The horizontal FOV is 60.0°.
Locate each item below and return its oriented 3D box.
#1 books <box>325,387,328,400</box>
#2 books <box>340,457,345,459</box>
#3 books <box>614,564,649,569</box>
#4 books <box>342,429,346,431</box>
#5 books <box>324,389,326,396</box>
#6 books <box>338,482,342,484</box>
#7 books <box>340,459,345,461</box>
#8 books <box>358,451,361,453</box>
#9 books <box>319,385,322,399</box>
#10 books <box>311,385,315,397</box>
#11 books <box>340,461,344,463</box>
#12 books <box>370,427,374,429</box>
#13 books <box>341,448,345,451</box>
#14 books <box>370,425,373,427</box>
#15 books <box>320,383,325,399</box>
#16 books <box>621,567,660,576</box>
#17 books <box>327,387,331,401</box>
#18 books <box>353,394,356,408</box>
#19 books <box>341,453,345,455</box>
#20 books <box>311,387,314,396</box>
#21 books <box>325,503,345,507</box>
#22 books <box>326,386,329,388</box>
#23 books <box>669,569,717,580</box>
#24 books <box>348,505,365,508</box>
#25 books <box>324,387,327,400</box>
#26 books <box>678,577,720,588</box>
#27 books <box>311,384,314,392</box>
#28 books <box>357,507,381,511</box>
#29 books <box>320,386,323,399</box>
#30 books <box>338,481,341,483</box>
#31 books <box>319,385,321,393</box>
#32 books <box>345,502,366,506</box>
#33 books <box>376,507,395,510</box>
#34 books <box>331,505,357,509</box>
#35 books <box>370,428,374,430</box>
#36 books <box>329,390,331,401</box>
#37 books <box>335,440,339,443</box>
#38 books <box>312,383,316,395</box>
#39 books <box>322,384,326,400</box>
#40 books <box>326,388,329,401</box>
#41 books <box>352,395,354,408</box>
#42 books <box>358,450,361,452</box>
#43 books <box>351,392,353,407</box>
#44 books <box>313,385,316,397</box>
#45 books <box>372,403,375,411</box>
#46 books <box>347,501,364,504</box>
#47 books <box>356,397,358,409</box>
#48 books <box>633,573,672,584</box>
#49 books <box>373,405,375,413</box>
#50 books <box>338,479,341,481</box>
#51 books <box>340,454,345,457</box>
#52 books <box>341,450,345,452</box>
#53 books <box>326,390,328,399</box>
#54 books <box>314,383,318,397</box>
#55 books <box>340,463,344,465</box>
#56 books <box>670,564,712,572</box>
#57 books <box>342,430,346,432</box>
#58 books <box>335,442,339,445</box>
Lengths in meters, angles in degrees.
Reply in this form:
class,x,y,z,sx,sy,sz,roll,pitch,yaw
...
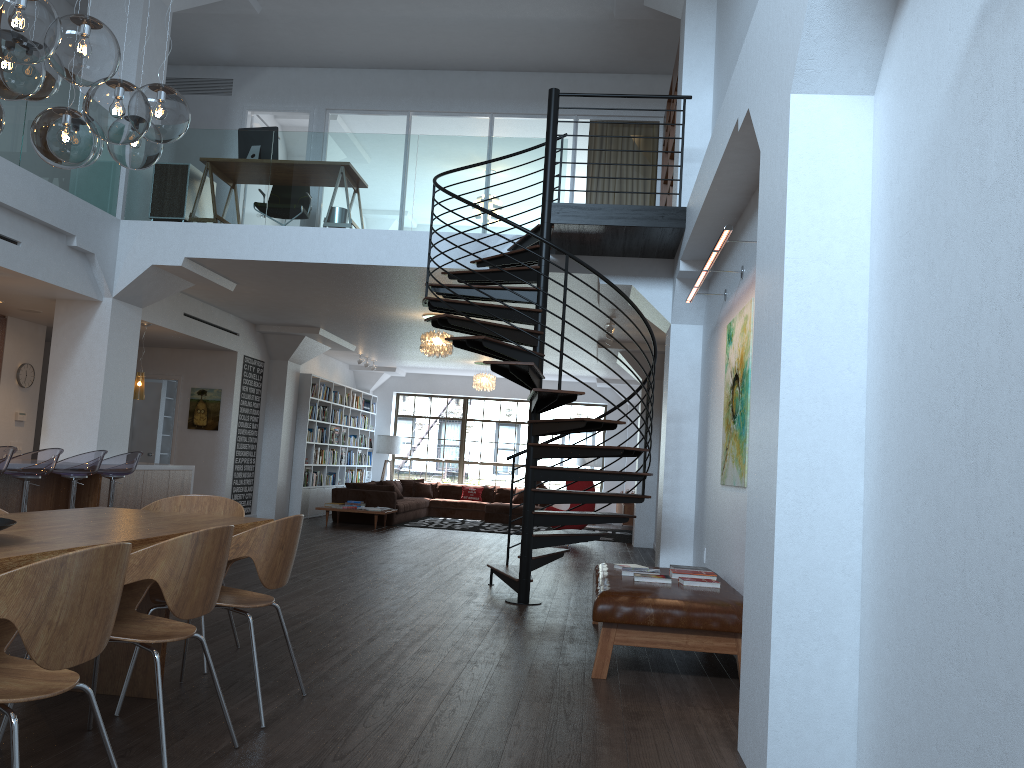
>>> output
class,x,y,z,sx,sy,sz,roll,pitch,yaw
books,-3.361,0.168,15.668,0.182,0.253,0.098,3,-5,6
books,-3.332,1.406,16.972,0.231,0.044,0.168,4,-5,1
books,0.814,1.255,6.065,0.161,0.031,0.223,5,-5,-16
books,-3.296,0.869,16.917,0.224,0.030,0.161,2,-5,16
books,-3.374,0.176,15.602,0.161,0.222,0.083,3,-5,6
books,-3.409,1.884,16.889,0.284,0.035,0.197,3,-5,6
books,-3.348,1.449,16.983,0.259,0.040,0.180,3,-5,6
books,-3.209,1.385,18.081,0.223,0.031,0.161,3,-5,6
books,-3.399,0.138,15.364,0.170,0.251,0.118,3,-5,6
books,-3.428,0.118,15.014,0.161,0.218,0.101,3,-5,6
books,-3.348,1.485,16.955,0.251,0.037,0.160,3,-5,11
books,-3.120,0.929,18.937,0.284,0.033,0.197,2,-6,21
books,-3.310,1.245,16.970,0.185,0.041,0.129,2,-6,20
books,-3.116,0.896,18.935,0.254,0.032,0.174,-1,-7,40
books,-3.387,0.131,15.506,0.176,0.293,0.125,3,-5,6
books,0.834,1.220,5.744,0.247,0.040,0.185,3,-5,9
books,-3.348,0.184,15.856,0.182,0.255,0.077,3,-5,6
books,-3.199,0.332,17.574,0.176,0.290,0.053,3,-5,6
books,-3.326,1.331,16.977,0.223,0.032,0.161,3,-5,6
books,-3.443,0.117,14.950,0.167,0.210,0.162,3,-5,6
books,-2.856,1.953,14.331,0.241,0.045,0.334,3,-5,7
books,-3.374,0.173,15.811,0.180,0.265,0.103,3,-5,6
books,1.173,1.241,5.751,0.283,0.043,0.197,3,-5,5
books,-2.536,1.980,14.358,0.312,0.037,0.216,4,-5,-4
books,-3.366,0.166,15.635,0.159,0.248,0.089,3,-5,6
books,1.145,1.213,5.422,0.224,0.036,0.161,4,-5,0
books,-3.442,0.105,14.860,0.182,0.215,0.188,3,-5,6
books,-2.244,1.957,13.918,0.231,0.040,0.342,9,-7,-44
books,-3.391,0.147,15.416,0.174,0.242,0.105,3,-5,6
books,-3.407,1.850,16.892,0.284,0.033,0.197,4,-5,-9
books,-3.405,0.135,15.321,0.159,0.248,0.089,3,-5,6
books,-2.538,1.944,14.366,0.279,0.035,0.191,2,-5,16
books,-2.058,2.000,14.243,0.256,0.035,0.350,0,-6,31
books,-2.643,1.938,13.966,0.236,0.035,0.340,1,-6,31
books,-3.122,0.963,18.934,0.284,0.035,0.197,0,-6,35
books,-3.351,0.200,15.924,0.167,0.233,0.077,3,-5,6
books,-3.347,1.068,16.538,0.160,0.039,0.251,3,-5,11
books,-3.427,0.109,15.080,0.159,0.248,0.089,3,-5,6
books,-3.386,0.138,15.568,0.197,0.290,0.136,3,-5,6
books,-3.357,0.180,15.754,0.174,0.243,0.085,3,-5,6
books,-3.205,0.346,17.490,0.171,0.246,0.057,3,-5,6
books,-3.207,1.357,18.092,0.224,0.030,0.161,2,-5,16
books,-3.198,0.308,17.356,0.140,0.298,0.044,3,-5,6
books,-3.423,0.120,15.048,0.161,0.222,0.084,3,-5,6
books,-3.036,0.517,19.157,0.140,0.231,0.042,3,-5,6
books,-2.531,1.913,14.366,0.224,0.027,0.157,3,-5,11
books,-3.184,0.379,17.744,0.168,0.231,0.037,3,-5,6
books,0.867,1.200,5.476,0.224,0.032,0.161,3,-5,6
books,-3.037,0.534,19.114,0.139,0.191,0.036,3,-5,6
books,-3.409,1.818,16.898,0.254,0.032,0.174,3,-5,11
books,-3.335,1.364,16.968,0.253,0.040,0.183,3,-5,6
books,-3.308,1.278,16.974,0.208,0.024,0.144,3,-5,11
books,-3.367,0.170,15.716,0.182,0.255,0.077,3,-5,6
books,-3.422,0.111,15.123,0.170,0.251,0.118,3,-5,6
books,-3.349,1.522,16.949,0.246,0.038,0.171,3,-5,6
books,1.221,1.274,6.066,0.254,0.044,0.183,4,-5,0
books,-3.298,0.898,16.906,0.223,0.031,0.161,3,-5,6
books,-3.347,1.108,16.536,0.171,0.039,0.246,3,-5,6
